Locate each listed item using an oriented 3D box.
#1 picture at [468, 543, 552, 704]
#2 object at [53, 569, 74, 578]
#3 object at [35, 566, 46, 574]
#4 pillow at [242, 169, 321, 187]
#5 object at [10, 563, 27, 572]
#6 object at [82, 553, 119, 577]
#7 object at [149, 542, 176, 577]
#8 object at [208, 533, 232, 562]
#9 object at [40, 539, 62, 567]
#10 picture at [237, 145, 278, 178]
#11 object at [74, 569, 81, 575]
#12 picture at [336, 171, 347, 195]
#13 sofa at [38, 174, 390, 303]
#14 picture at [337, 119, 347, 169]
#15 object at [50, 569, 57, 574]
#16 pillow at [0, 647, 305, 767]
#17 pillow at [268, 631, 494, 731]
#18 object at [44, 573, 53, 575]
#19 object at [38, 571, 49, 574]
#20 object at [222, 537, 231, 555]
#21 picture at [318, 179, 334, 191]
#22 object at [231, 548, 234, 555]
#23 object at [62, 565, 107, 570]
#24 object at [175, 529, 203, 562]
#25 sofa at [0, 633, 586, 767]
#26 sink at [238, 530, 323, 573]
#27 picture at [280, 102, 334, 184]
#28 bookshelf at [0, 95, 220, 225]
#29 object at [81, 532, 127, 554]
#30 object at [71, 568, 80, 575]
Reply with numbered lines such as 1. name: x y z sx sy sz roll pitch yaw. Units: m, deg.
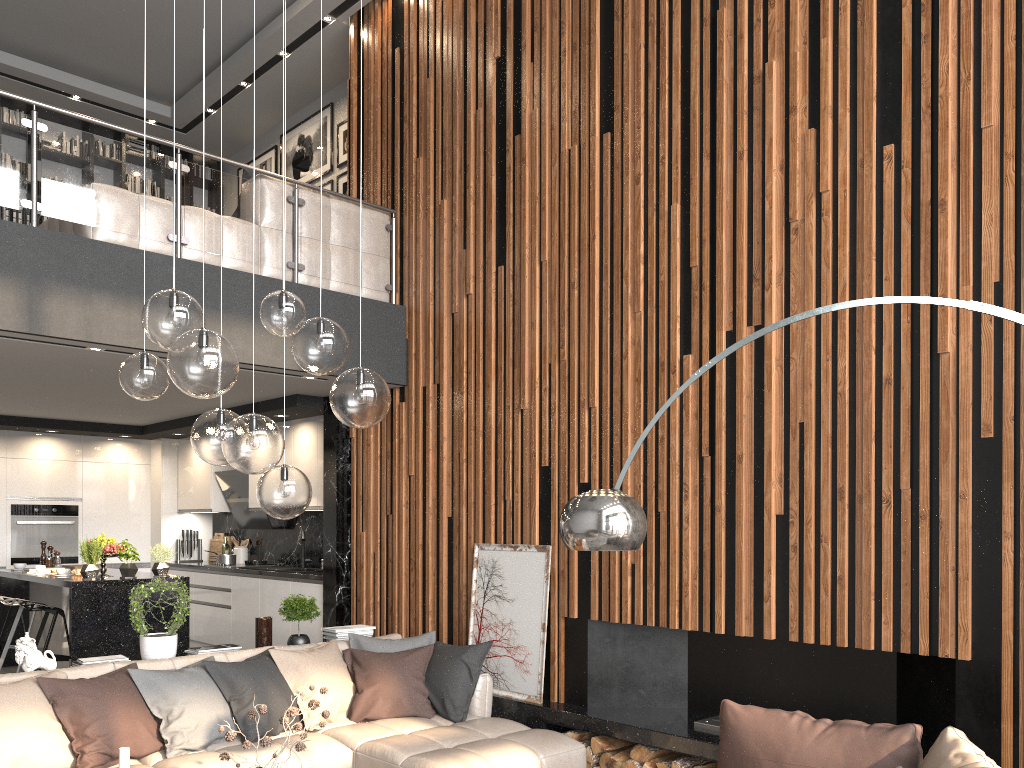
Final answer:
1. picture: -0.031 1.556 5.777 0.101 0.994 0.731 0 -2 -44
2. object: -3.588 1.513 6.994 0.155 0.070 0.157 -2 -8 15
3. object: -3.993 1.576 7.415 0.077 0.070 0.085 0 -5 6
4. pillow: -1.888 -1.176 6.903 0.761 0.543 1.399 2 -8 -13
5. object: -4.430 1.653 7.879 0.155 0.070 0.157 -2 -8 15
6. object: -3.350 1.483 7.171 0.367 0.187 0.371 -1 -7 10
7. object: -2.861 1.434 7.158 0.221 0.283 0.212 2 -4 -30
8. object: -3.340 1.867 10.000 0.098 0.329 0.402 1 -4 -44
9. object: -4.317 1.601 8.225 0.200 0.282 0.151 -2 -3 29
10. picture: -2.753 -1.946 9.440 0.025 0.989 0.875 0 -3 -44
11. object: -3.589 1.557 7.256 0.074 0.059 0.061 2 -5 -22
12. picture: -1.431 -1.681 8.049 0.025 0.640 0.648 0 -3 -44
13. sofa: -2.479 -0.964 6.795 2.290 0.777 2.298 8 -11 -43
14. picture: -1.476 -2.274 8.101 0.025 0.409 0.507 0 -4 -44
15. object: -3.845 1.590 7.409 0.128 0.042 0.075 -6 -9 39
16. pillow: -1.904 1.739 4.678 1.953 0.496 0.545 9 -9 -44
17. pillow: -0.827 1.890 5.558 1.384 0.545 0.768 2 -6 -13
18. object: -3.853 1.604 7.404 0.191 0.012 0.194 2 -9 -11
19. object: -3.966 1.591 7.375 0.130 0.027 0.028 -1 -5 6
20. object: -3.176 1.850 9.749 0.089 0.282 0.082 1 -1 -43
21. picture: -1.833 -1.710 8.477 0.022 0.440 0.359 0 -3 -44
22. object: -3.127 1.900 9.685 0.181 0.162 0.274 5 -8 -43
23. object: -4.111 1.756 8.403 0.292 0.030 0.403 9 -12 -43
24. object: -3.686 1.847 9.996 0.323 0.371 0.067 4 -3 -43
25. sofa: -1.299 1.907 4.589 3.263 0.813 1.885 8 -11 -43
26. sink: -2.127 1.669 8.378 0.500 0.544 1.118 4 -8 -43
27. picture: -2.051 -2.301 8.702 0.025 0.652 0.996 0 -5 -44
28. bookshelf: -4.697 -1.503 8.875 3.540 2.502 0.248 6 -4 -43
29. object: -3.350 1.319 7.182 0.320 0.214 0.349 -6 -9 43
30. object: -3.615 1.565 7.304 0.132 0.059 0.070 7 -9 -43
